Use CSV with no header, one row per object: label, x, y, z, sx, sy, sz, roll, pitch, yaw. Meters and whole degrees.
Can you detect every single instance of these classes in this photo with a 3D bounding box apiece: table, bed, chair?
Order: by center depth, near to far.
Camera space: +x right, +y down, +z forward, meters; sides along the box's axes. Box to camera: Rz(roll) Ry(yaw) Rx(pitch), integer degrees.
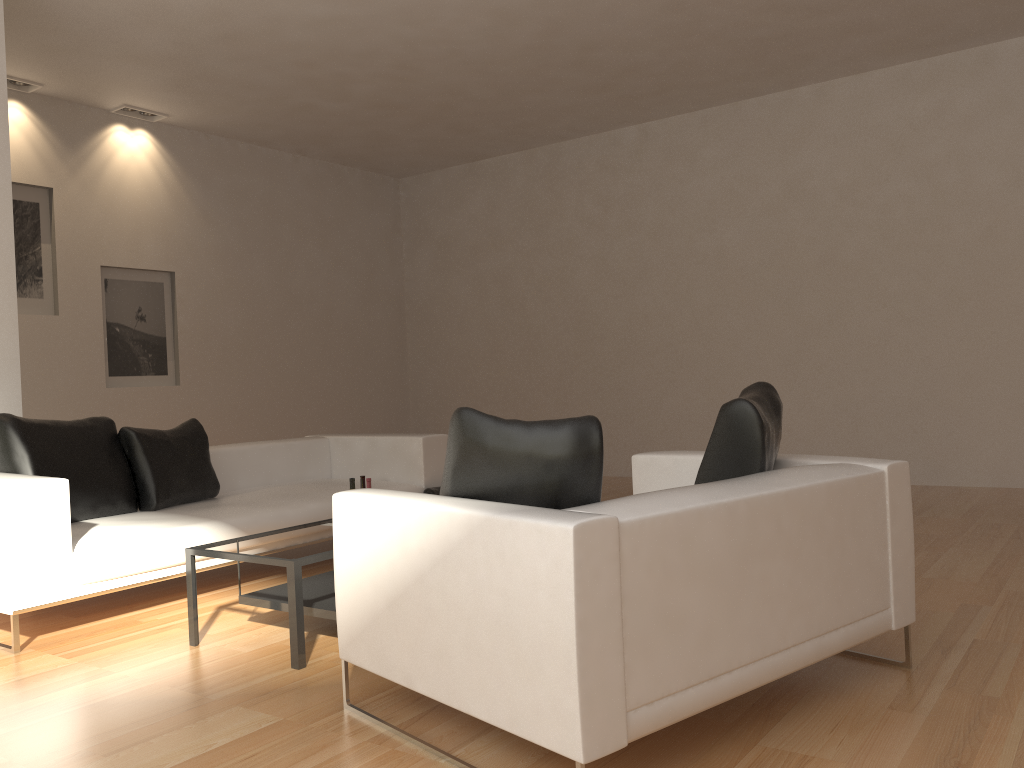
chair,0.398,0.687,3.119,1.671,0.761,1.262,-3,0,-39
table,-0.677,0.913,4.309,0.709,0.460,1.566,-2,0,35
bed,-1.779,0.780,5.423,1.262,0.761,3.075,-2,0,35

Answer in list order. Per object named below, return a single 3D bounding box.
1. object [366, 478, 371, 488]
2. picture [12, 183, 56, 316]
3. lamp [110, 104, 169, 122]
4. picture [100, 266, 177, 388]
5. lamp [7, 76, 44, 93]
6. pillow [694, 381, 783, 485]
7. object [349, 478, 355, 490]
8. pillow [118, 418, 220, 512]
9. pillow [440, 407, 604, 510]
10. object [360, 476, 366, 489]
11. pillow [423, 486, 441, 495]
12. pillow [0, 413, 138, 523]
object,-0.670,0.566,4.176,0.059,0.244,0.059,-2,0,36
picture,-4.251,-1.144,7.467,0.005,1.155,0.802,-2,0,35
lamp,-3.485,-2.601,8.290,0.243,0.166,0.446,-2,0,35
picture,-3.546,-0.527,8.418,0.005,1.155,0.802,-2,0,35
lamp,-4.165,-2.567,7.334,0.243,0.166,0.446,-2,0,35
pillow,0.839,0.329,3.311,0.324,0.666,0.506,-3,0,26
object,-0.730,0.562,4.080,0.068,0.257,0.067,-3,0,-36
pillow,-2.053,0.479,5.343,0.270,0.524,0.628,-3,0,19
pillow,0.001,0.362,2.732,0.660,0.598,0.291,-3,0,25
object,-0.714,0.566,4.272,0.057,0.248,0.057,-3,0,-37
pillow,-0.357,0.899,6.127,0.503,0.457,0.340,-3,0,-36
pillow,-2.413,0.472,4.801,0.346,0.666,0.755,-3,0,21
